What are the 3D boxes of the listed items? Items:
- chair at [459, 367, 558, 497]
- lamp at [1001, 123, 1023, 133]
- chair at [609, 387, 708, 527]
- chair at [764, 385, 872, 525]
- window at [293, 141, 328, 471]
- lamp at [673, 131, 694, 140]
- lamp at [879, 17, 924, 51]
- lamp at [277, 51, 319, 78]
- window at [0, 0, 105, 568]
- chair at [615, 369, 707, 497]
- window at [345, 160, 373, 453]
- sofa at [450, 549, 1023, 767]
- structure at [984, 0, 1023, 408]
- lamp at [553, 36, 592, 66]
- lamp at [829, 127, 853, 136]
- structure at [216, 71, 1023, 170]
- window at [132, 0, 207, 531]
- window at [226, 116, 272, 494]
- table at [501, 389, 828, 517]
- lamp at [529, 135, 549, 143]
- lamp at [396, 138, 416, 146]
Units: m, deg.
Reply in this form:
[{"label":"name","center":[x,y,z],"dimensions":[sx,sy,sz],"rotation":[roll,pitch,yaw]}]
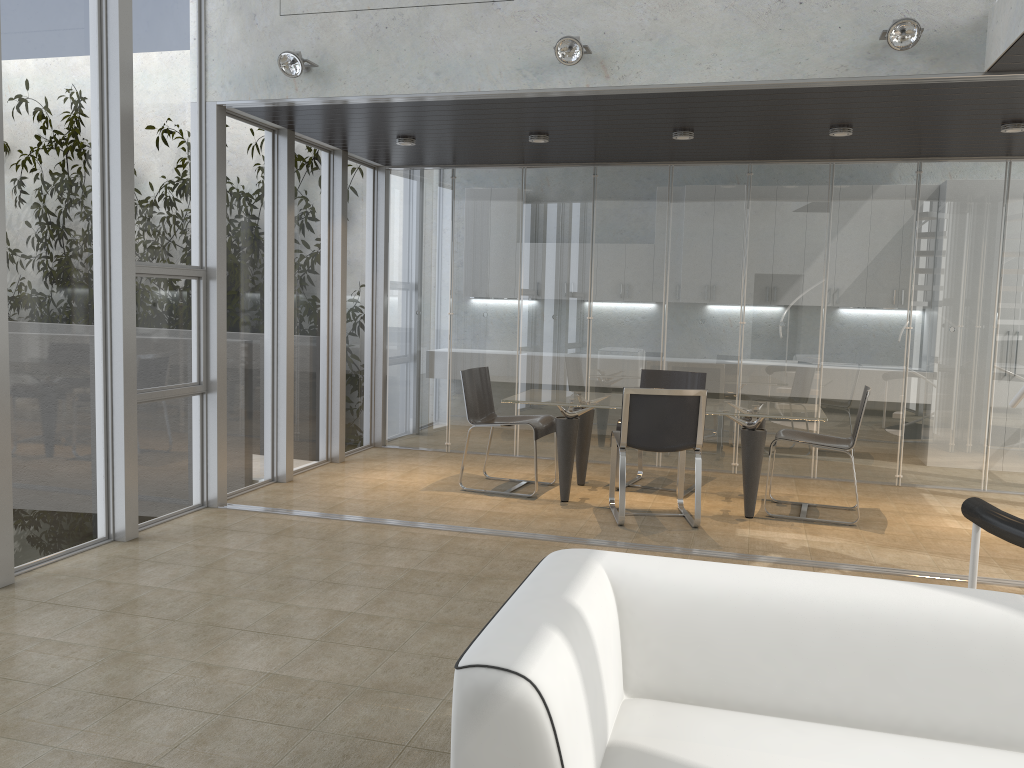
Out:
[{"label":"chair","center":[-0.025,0.353,6.914],"dimensions":[0.660,0.922,0.546],"rotation":[3,6,20]},{"label":"lamp","center":[3.298,-1.683,5.828],"dimensions":[0.149,0.038,0.149],"rotation":[5,6,30]},{"label":"chair","center":[0.978,0.460,6.051],"dimensions":[0.546,0.922,0.660],"rotation":[2,5,0]},{"label":"chair","center":[2.174,0.469,6.310],"dimensions":[0.660,0.922,0.546],"rotation":[3,6,20]},{"label":"window","center":[-1.702,-0.621,7.309],"dimensions":[0.010,2.645,0.741],"rotation":[3,5,15]},{"label":"lamp","center":[1.234,-1.791,6.390],"dimensions":[0.149,0.038,0.149],"rotation":[5,6,30]},{"label":"lamp","center":[2.007,-1.786,4.568],"dimensions":[0.197,0.154,0.254],"rotation":[3,5,15]},{"label":"lamp","center":[-1.334,-1.959,5.462],"dimensions":[0.197,0.154,0.228],"rotation":[3,5,15]},{"label":"window","center":[-2.389,-1.892,4.538],"dimensions":[0.010,5.650,0.741],"rotation":[3,5,15]},{"label":"chair","center":[1.189,0.373,7.065],"dimensions":[0.546,0.922,0.660],"rotation":[4,6,25]},{"label":"window","center":[-1.460,-0.696,8.187],"dimensions":[0.010,2.645,0.741],"rotation":[3,5,15]},{"label":"sofa","center":[1.235,0.905,1.991],"dimensions":[2.601,0.638,0.971],"rotation":[3,5,15]},{"label":"structure","center":[1.305,0.545,5.348],"dimensions":[6.700,6.900,4.916],"rotation":[3,5,15]},{"label":"lamp","center":[0.338,-1.873,5.021],"dimensions":[0.197,0.154,0.254],"rotation":[3,5,15]},{"label":"lamp","center":[2.266,-1.737,6.109],"dimensions":[0.149,0.038,0.149],"rotation":[5,6,30]},{"label":"structure","center":[-0.738,-2.155,2.884],"dimensions":[9.817,6.605,10.665],"rotation":[3,5,14]},{"label":"window","center":[-2.132,-1.965,5.412],"dimensions":[0.050,5.700,0.800],"rotation":[3,5,15]},{"label":"window","center":[-1.945,-0.547,6.431],"dimensions":[0.010,2.645,0.741],"rotation":[3,5,15]},{"label":"table","center":[1.113,0.499,6.619],"dimensions":[2.250,0.733,0.900],"rotation":[3,5,15]},{"label":"lamp","center":[0.201,-1.845,6.670],"dimensions":[0.149,0.038,0.149],"rotation":[5,6,30]},{"label":"lamp","center":[-0.831,-1.898,6.951],"dimensions":[0.149,0.038,0.149],"rotation":[5,6,30]}]
